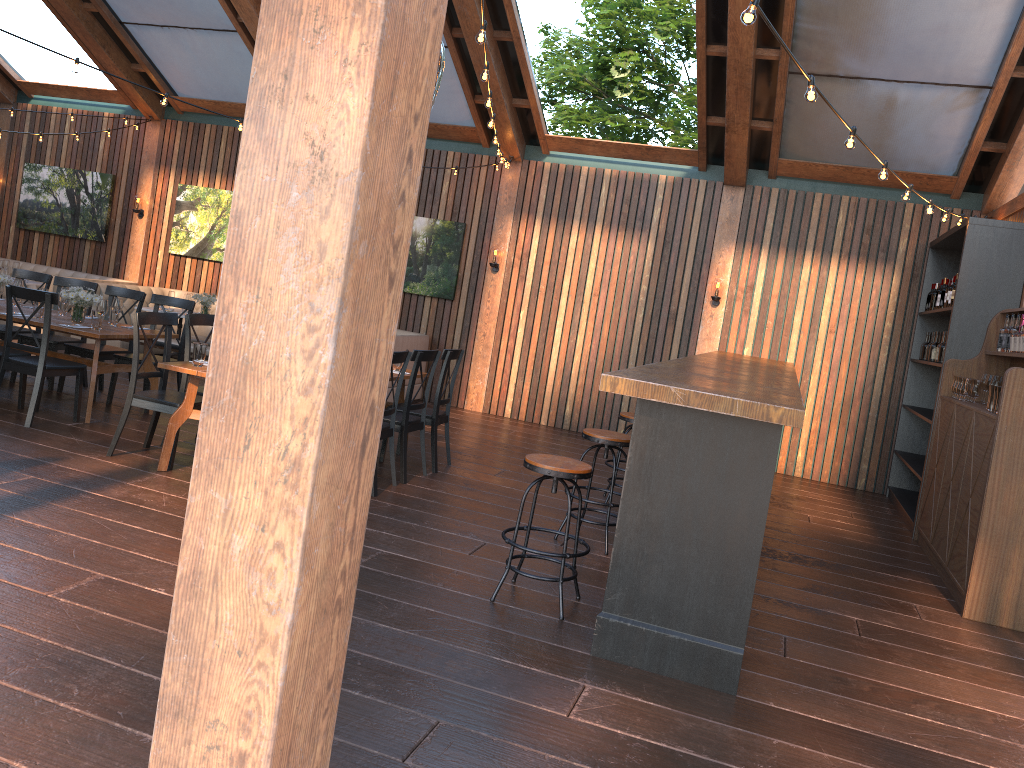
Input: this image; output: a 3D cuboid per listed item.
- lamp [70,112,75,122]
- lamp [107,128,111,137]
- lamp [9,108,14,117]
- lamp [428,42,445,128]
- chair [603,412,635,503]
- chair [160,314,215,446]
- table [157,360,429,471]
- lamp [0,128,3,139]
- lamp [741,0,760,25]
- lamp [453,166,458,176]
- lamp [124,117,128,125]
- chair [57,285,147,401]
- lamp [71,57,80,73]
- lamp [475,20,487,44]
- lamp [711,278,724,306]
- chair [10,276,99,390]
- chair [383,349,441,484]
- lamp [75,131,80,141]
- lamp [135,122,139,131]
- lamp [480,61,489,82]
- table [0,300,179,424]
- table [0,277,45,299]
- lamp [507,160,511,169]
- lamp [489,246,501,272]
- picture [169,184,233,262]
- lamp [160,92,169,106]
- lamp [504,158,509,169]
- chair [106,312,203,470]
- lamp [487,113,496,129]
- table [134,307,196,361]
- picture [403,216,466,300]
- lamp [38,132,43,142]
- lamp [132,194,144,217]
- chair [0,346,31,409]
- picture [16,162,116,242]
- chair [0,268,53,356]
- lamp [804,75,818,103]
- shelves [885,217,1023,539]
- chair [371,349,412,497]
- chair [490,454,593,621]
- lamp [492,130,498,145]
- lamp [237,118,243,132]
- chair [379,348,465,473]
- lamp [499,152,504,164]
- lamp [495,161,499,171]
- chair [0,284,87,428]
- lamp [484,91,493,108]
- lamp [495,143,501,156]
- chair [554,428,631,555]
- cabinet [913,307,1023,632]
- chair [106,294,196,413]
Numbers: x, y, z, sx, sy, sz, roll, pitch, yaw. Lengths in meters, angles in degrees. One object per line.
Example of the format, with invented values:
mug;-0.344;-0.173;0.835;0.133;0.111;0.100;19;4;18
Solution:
lamp;-5.888;-3.577;11.856;0.056;0.120;0.057;8;3;-31
lamp;-5.302;-3.306;11.647;0.057;0.119;0.060;11;4;39
lamp;-6.363;-3.457;11.261;0.056;0.118;0.063;10;3;10
lamp;-0.232;-0.622;1.875;0.147;0.319;0.178;10;3;17
chair;0.997;0.625;7.216;0.467;0.733;0.470;9;3;-8
chair;-2.269;-0.001;6.819;0.541;1.017;0.477;10;3;17
table;-1.612;0.239;6.933;0.953;0.727;2.433;10;6;17
lamp;-5.451;-2.665;9.420;0.056;0.121;0.056;9;3;4
lamp;0.871;-1.370;3.236;0.056;0.118;0.064;10;3;19
lamp;-0.652;-2.487;10.326;0.056;0.117;0.067;6;4;-44
lamp;-5.425;-3.702;12.446;0.057;0.121;0.056;11;3;38
chair;-3.811;-0.397;8.256;0.479;1.017;0.539;10;3;22
lamp;-3.240;-2.369;6.573;0.056;0.121;0.056;11;3;31
lamp;-0.156;-1.813;4.562;0.057;0.121;0.056;11;3;33
lamp;2.386;-1.072;10.296;0.147;0.319;0.178;10;3;17
chair;-4.338;-0.498;8.421;0.478;1.017;0.540;10;3;12
chair;-0.916;0.198;6.982;0.541;1.017;0.477;10;3;17
lamp;-5.364;-3.053;10.915;0.057;0.116;0.071;11;4;39
lamp;-5.238;-3.598;12.364;0.056;0.118;0.063;9;3;0
lamp;-0.159;-1.879;5.320;0.056;0.121;0.056;11;3;36
table;-4.286;-0.273;7.745;2.438;0.728;0.951;11;5;17
table;-6.874;-1.083;11.860;0.801;0.670;0.799;10;4;16
lamp;-0.043;-2.637;10.623;0.056;0.120;0.057;8;3;-22
lamp;-0.214;-1.573;11.110;0.147;0.319;0.178;10;3;17
picture;-4.029;-2.208;12.356;1.655;0.996;0.065;11;2;17
lamp;-2.830;-2.320;7.202;0.056;0.119;0.057;10;3;11
lamp;-0.061;-2.462;9.869;0.057;0.119;0.061;11;3;33
chair;-2.436;0.027;6.285;0.541;1.017;0.478;10;3;12
lamp;-0.160;-2.035;6.837;0.056;0.120;0.056;10;3;23
table;-4.155;-0.559;11.008;0.801;0.670;0.799;10;4;16
picture;-1.444;-1.711;11.552;1.655;0.996;0.065;11;2;17
lamp;-5.413;-2.840;10.172;0.056;0.120;0.057;6;4;-45
lamp;-5.379;-2.567;12.728;0.147;0.319;0.178;10;3;17
chair;-4.187;-0.332;7.046;0.479;1.017;0.539;10;3;22
picture;-6.660;-2.713;13.173;1.655;0.996;0.065;11;2;17
chair;-4.866;-0.600;8.587;0.479;1.017;0.539;10;3;17
lamp;1.309;-1.286;3.856;0.056;0.120;0.057;8;3;-17
shelves;4.269;-0.058;8.625;0.503;2.821;2.203;10;4;17
chair;-1.082;0.227;6.447;0.541;1.017;0.478;10;3;12
chair;0.185;0.764;4.604;0.468;0.733;0.469;9;3;4
lamp;-0.139;-2.116;7.604;0.056;0.120;0.057;8;3;-27
lamp;-2.402;-2.296;7.840;0.056;0.121;0.056;8;3;-15
chair;-0.749;0.170;7.517;0.541;1.017;0.478;10;3;12
lamp;-0.104;-2.325;9.122;0.059;0.119;0.057;8;3;-30
lamp;-0.181;-2.682;10.909;0.065;0.118;0.057;8;3;-23
chair;-3.658;-0.231;6.887;0.479;1.017;0.539;10;3;17
lamp;-0.157;-1.955;6.080;0.057;0.121;0.056;12;4;43
lamp;-0.124;-2.211;8.364;0.056;0.119;0.057;8;3;-23
chair;0.591;0.695;5.910;0.471;0.733;0.466;12;4;41
cabinet;3.548;0.419;6.500;0.495;2.087;2.276;10;4;17
chair;-3.283;-0.295;8.091;0.479;1.017;0.539;10;3;17
